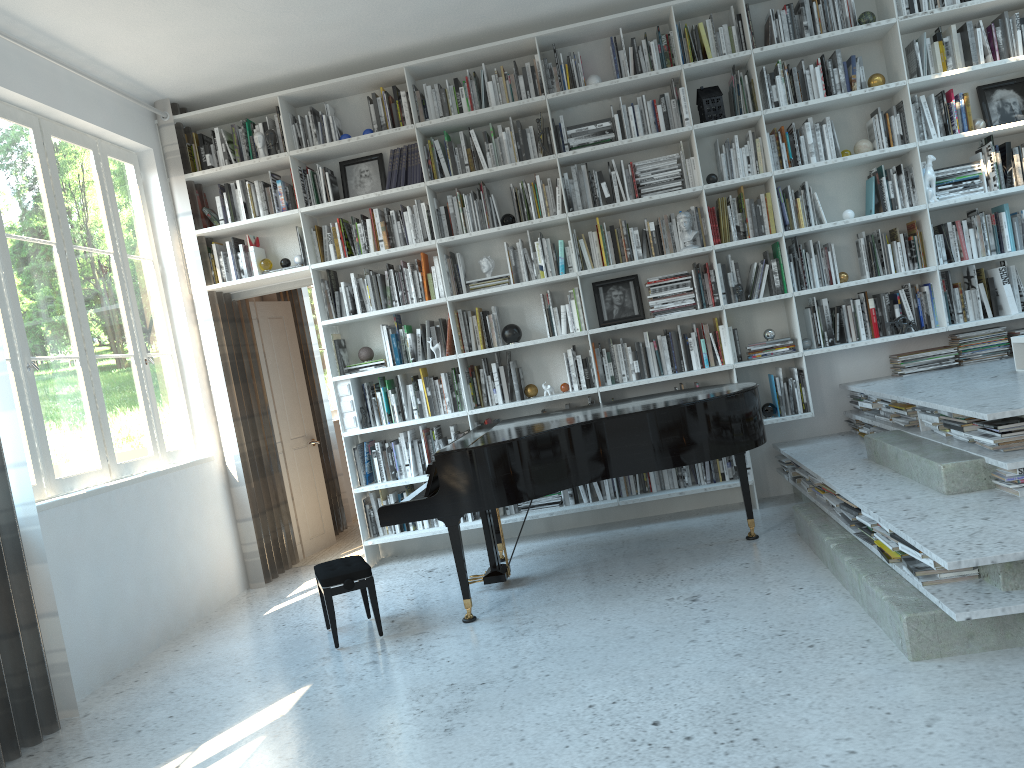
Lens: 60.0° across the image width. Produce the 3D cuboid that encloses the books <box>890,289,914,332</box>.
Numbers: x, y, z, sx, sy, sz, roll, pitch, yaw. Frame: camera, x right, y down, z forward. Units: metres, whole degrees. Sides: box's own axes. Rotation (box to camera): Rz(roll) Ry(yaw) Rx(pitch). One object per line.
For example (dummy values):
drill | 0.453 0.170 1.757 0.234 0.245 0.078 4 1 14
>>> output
books | 2.418 -0.453 5.481 0.070 0.266 0.185 -10 2 7

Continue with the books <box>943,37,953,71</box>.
books | 2.613 -1.958 5.367 0.030 0.224 0.157 -10 2 7

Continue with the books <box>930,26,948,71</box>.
books | 2.587 -1.989 5.368 0.011 0.296 0.162 -10 2 7

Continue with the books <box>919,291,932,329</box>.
books | 2.525 -0.452 5.461 0.025 0.228 0.175 -10 2 7

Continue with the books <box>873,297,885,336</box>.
books | 2.273 -0.415 5.518 0.021 0.243 0.131 -10 2 7

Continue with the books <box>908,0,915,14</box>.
books | 2.382 -2.298 5.362 0.026 0.242 0.184 -10 2 7

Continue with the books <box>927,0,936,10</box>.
books | 2.508 -2.315 5.356 0.030 0.231 0.148 -10 2 7

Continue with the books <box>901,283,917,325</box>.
books | 2.457 -0.474 5.484 0.013 0.294 0.134 -10 2 7

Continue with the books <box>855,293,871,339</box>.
books | 2.187 -0.421 5.526 0.012 0.285 0.159 -10 2 7

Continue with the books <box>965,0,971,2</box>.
books | 2.698 -2.363 5.329 0.030 0.257 0.164 -10 2 7

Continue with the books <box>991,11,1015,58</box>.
books | 2.939 -2.051 5.306 0.022 0.294 0.180 -10 2 7

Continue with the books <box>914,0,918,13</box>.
books | 2.408 -2.297 5.367 0.024 0.231 0.168 -10 2 7

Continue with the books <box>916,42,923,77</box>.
books | 2.455 -1.936 5.389 0.013 0.237 0.141 -10 2 7

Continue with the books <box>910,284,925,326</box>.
books | 2.506 -0.477 5.492 0.012 0.282 0.143 -10 2 7

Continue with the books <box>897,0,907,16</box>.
books | 2.338 -2.259 5.363 0.022 0.182 0.189 -10 2 7

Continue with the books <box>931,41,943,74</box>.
books | 2.550 -1.937 5.363 0.025 0.207 0.175 -10 2 7

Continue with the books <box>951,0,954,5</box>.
books | 2.610 -2.345 5.344 0.021 0.254 0.151 -10 2 7

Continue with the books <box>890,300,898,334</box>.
books | 2.346 -0.412 5.502 0.022 0.211 0.135 -10 2 7

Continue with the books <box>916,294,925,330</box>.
books | 2.496 -0.443 5.470 0.013 0.220 0.168 -10 2 7

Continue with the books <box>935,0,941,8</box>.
books | 2.520 -2.368 5.340 0.014 0.332 0.180 -10 2 7

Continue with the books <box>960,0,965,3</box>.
books | 2.679 -2.358 5.345 0.012 0.254 0.160 -10 2 7

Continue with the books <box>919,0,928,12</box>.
books | 2.466 -2.331 5.358 0.048 0.278 0.150 -10 2 7

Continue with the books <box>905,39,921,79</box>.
books | 2.441 -1.942 5.392 0.012 0.254 0.160 -10 2 7

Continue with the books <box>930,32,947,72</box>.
books | 2.571 -1.968 5.363 0.026 0.261 0.167 -10 2 7

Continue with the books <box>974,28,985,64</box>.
books | 2.777 -1.989 5.324 0.030 0.230 0.187 -10 2 7

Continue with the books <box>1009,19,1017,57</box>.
books | 2.974 -2.035 5.314 0.011 0.249 0.151 -10 2 7

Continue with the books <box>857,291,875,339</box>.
books | 2.196 -0.426 5.503 0.012 0.293 0.175 -10 2 7

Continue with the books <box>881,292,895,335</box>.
books | 2.318 -0.433 5.502 0.026 0.263 0.169 -10 2 7

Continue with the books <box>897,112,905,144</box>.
books | 2.360 -1.538 5.431 0.013 0.221 0.155 -10 2 7

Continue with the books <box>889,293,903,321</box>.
books | 2.383 -0.437 5.492 0.012 0.249 0.164 -10 2 7

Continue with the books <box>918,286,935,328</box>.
books | 2.548 -0.471 5.463 0.026 0.258 0.156 -10 2 7

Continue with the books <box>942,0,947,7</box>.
books | 2.569 -2.342 5.340 0.014 0.262 0.168 -10 2 7

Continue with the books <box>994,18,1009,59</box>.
books | 2.922 -2.033 5.324 0.023 0.264 0.156 -10 2 7

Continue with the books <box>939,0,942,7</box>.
books | 2.554 -2.318 5.363 0.030 0.220 0.133 -10 2 7

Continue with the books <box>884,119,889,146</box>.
books | 2.282 -1.528 5.459 0.011 0.228 0.131 -10 2 7

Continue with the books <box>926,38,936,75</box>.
books | 2.524 -1.955 5.388 0.026 0.251 0.130 -10 2 7

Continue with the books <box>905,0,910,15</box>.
books | 2.356 -2.298 5.370 0.025 0.251 0.178 -10 2 7

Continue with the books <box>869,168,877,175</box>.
books | 2.254 -1.181 5.475 0.016 0.290 0.135 -10 2 7

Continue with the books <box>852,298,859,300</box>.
books | 2.169 -0.406 5.543 0.016 0.261 0.098 -10 2 7

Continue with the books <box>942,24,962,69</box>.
books | 2.657 -1.998 5.352 0.026 0.288 0.156 -10 2 7

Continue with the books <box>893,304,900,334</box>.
books | 2.371 -0.401 5.493 0.025 0.181 0.169 -10 2 7

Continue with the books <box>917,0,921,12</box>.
books | 2.434 -2.312 5.381 0.027 0.249 0.140 -10 2 7

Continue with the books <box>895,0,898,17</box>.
books | 2.292 -2.309 5.385 0.028 0.294 0.150 -10 2 7

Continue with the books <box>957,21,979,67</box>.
books | 2.707 -1.994 5.304 0.032 0.265 0.245 -10 2 7

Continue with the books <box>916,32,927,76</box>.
books | 2.482 -1.964 5.384 0.052 0.282 0.166 -10 2 7

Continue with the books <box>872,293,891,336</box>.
books | 2.292 -0.428 5.499 0.026 0.262 0.173 -10 2 7

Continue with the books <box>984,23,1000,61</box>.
books | 2.861 -2.009 5.316 0.014 0.240 0.189 -10 2 7

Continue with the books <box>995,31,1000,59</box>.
books | 2.878 -2.001 5.332 0.013 0.216 0.177 -10 2 7

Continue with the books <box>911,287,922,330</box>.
books | 2.477 -0.462 5.483 0.021 0.265 0.150 -10 2 7

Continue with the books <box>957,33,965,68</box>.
books | 2.688 -1.978 5.360 0.025 0.238 0.142 -10 2 7

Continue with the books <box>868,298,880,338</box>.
books | 2.221 -0.406 5.504 0.031 0.244 0.184 -10 2 7

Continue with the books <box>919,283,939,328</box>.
books | 2.571 -0.483 5.460 0.025 0.272 0.171 -10 2 7

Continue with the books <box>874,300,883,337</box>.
books | 2.251 -0.408 5.515 0.025 0.238 0.156 -10 2 7

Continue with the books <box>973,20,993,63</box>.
books | 2.830 -2.026 5.343 0.048 0.283 0.162 -10 2 7

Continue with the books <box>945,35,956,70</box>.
books | 2.640 -1.969 5.377 0.024 0.236 0.146 -10 2 7

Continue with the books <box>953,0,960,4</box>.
books | 2.635 -2.323 5.329 0.024 0.202 0.190 -10 2 7

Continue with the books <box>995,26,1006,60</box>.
books | 2.899 -2.005 5.319 0.031 0.217 0.165 -10 2 7

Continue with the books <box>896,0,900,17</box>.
books | 2.316 -2.298 5.392 0.014 0.264 0.140 -10 2 7

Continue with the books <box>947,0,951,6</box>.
books | 2.589 -2.332 5.339 0.022 0.236 0.172 -10 2 7
